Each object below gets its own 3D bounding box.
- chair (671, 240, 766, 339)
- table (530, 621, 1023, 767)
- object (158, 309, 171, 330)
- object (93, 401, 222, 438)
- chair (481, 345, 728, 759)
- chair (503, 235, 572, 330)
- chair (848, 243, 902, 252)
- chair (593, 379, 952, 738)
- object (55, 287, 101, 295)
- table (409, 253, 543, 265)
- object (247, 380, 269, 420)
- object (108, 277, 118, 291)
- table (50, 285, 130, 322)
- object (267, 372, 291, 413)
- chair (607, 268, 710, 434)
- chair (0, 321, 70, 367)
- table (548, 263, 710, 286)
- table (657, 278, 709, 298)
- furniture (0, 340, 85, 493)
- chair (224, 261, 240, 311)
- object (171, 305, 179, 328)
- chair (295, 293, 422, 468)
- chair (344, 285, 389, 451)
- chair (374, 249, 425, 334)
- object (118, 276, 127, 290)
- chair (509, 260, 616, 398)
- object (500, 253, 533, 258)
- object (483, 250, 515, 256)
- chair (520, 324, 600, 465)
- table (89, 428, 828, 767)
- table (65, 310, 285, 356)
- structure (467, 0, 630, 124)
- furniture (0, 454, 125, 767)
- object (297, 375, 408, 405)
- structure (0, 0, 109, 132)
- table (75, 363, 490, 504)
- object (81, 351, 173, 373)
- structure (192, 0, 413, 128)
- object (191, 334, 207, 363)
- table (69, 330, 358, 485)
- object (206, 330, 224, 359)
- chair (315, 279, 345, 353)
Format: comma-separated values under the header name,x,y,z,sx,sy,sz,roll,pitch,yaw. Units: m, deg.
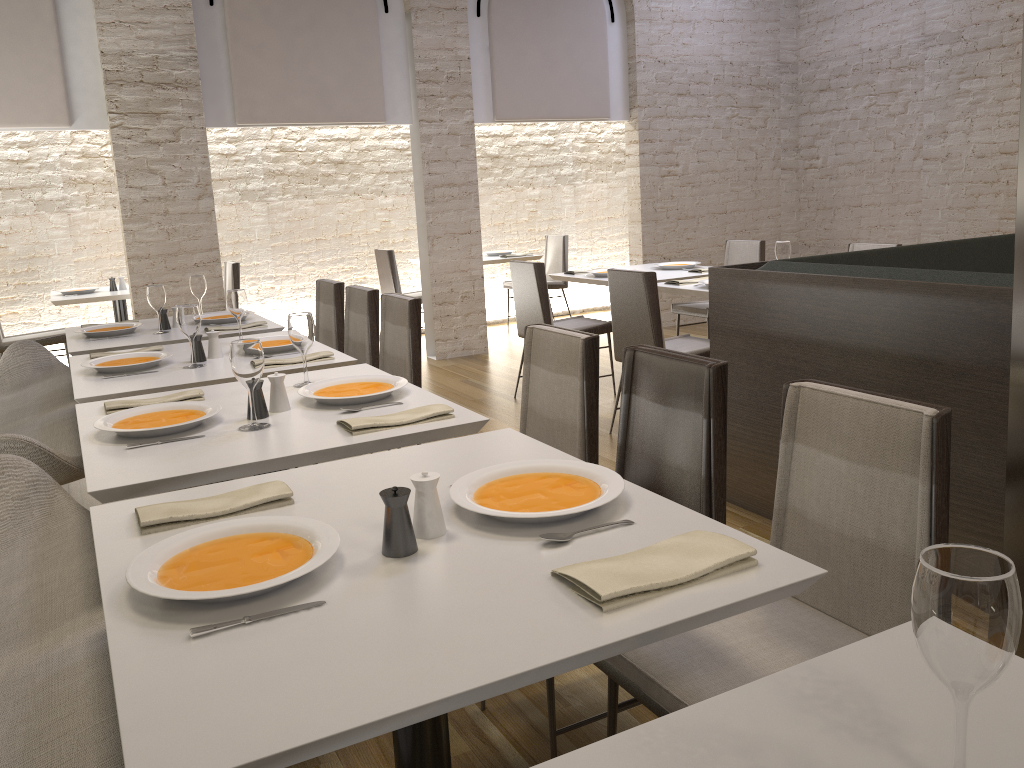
name,x,y,z,sx,sy,sz,roll,pitch,yaw
chair,1.489,-0.554,6.322,0.567,0.899,0.414,-9,11,-26
table,0.369,0.817,0.548,0.938,0.755,1.015,-9,13,-26
object,-1.727,-0.324,4.391,0.059,0.109,0.060,-2,10,9
object,-0.944,0.101,2.375,0.321,0.036,0.324,-1,12,10
chair,0.219,0.401,2.191,0.567,0.899,0.414,-9,11,-26
chair,0.255,-0.988,8.690,0.567,0.899,0.414,-9,11,-26
chair,2.010,-0.371,5.324,0.567,0.899,0.414,-9,11,-26
chair,0.489,0.496,1.672,0.567,0.899,0.414,-9,11,-26
object,-3.349,-0.715,6.846,0.321,0.036,0.324,-2,12,8
table,-0.335,-0.821,8.411,0.938,0.755,1.015,-9,13,-26
object,-0.698,0.038,2.417,0.059,0.109,0.060,-2,10,9
object,-3.103,-0.778,6.887,0.059,0.109,0.060,-8,11,-24
table,-3.086,-0.368,7.033,0.938,0.755,1.015,-9,13,-26
object,-0.657,0.020,2.488,0.059,0.109,0.060,-2,10,9
chair,0.846,-0.179,4.741,0.567,0.899,0.414,-9,11,-26
chair,-3.671,-0.342,6.724,0.567,0.899,0.414,-9,11,-26
table,0.917,-0.382,6.016,0.938,0.755,1.015,-9,13,-26
table,1.440,-0.198,5.013,0.938,0.755,1.015,-9,13,-26
furniture,-2.187,0.101,3.789,0.709,1.089,2.597,-8,13,-26
chair,-2.508,-0.534,7.307,0.567,0.899,0.414,-9,11,-26
object,-1.686,-0.342,4.463,0.059,0.109,0.060,-2,10,9
chair,-0.683,0.084,3.921,0.567,0.899,0.414,-9,11,-26
chair,-0.940,-0.007,4.415,0.567,0.899,0.414,-9,11,-26
chair,-0.908,-0.797,8.108,0.567,0.899,0.414,-9,11,-26
object,-3.062,-0.795,6.959,0.059,0.109,0.060,-8,11,-24
chair,0.326,-0.363,5.740,0.567,0.899,0.414,-9,11,-26
object,0.043,-1.181,8.144,0.273,0.033,0.143,-9,13,-26
object,-0.121,-1.246,8.460,0.321,0.036,0.324,-2,12,8
chair,-0.037,0.311,2.681,0.567,0.899,0.414,-9,11,-26
table,-0.168,0.628,1.579,0.938,0.755,1.015,-9,13,-26
table,-1.709,0.085,4.537,0.938,0.755,1.015,-9,13,-26
structure,0.307,-3.113,7.613,1.637,1.663,0.098,-9,11,-26
furniture,-0.502,0.695,0.553,0.710,1.089,4.498,-8,13,-26
object,-0.467,0.023,2.612,0.321,0.036,0.324,-1,12,10
structure,-3.578,-2.473,5.667,1.637,1.663,0.098,-9,11,-26
table,-0.680,0.447,2.563,0.938,0.755,1.015,-9,13,-26
object,-1.450,-0.077,3.346,0.321,0.036,0.324,-1,12,10
structure,-1.573,-2.803,6.671,1.637,1.663,0.098,-9,11,-26
object,-1.204,-0.140,3.388,0.059,0.109,0.060,-2,10,9
table,-1.186,0.269,3.534,0.938,0.755,1.015,-9,13,-26
object,-1.163,-0.158,3.459,0.059,0.109,0.060,-2,10,9
chair,-1.205,-0.100,4.923,0.567,0.899,0.414,-9,11,-26
